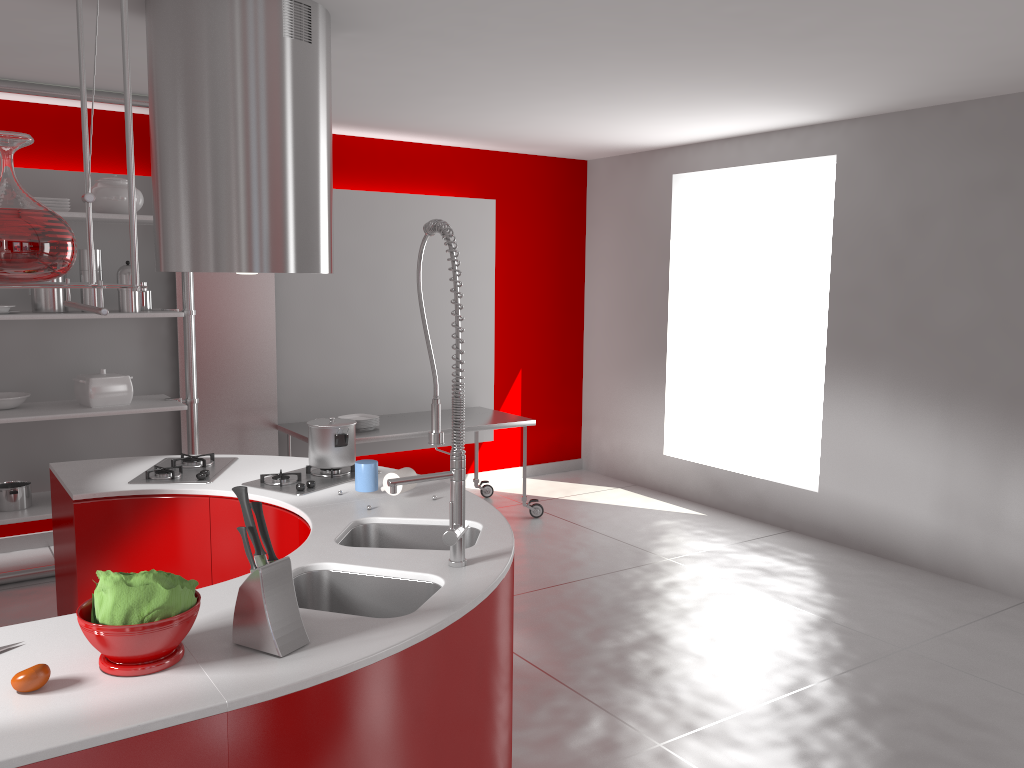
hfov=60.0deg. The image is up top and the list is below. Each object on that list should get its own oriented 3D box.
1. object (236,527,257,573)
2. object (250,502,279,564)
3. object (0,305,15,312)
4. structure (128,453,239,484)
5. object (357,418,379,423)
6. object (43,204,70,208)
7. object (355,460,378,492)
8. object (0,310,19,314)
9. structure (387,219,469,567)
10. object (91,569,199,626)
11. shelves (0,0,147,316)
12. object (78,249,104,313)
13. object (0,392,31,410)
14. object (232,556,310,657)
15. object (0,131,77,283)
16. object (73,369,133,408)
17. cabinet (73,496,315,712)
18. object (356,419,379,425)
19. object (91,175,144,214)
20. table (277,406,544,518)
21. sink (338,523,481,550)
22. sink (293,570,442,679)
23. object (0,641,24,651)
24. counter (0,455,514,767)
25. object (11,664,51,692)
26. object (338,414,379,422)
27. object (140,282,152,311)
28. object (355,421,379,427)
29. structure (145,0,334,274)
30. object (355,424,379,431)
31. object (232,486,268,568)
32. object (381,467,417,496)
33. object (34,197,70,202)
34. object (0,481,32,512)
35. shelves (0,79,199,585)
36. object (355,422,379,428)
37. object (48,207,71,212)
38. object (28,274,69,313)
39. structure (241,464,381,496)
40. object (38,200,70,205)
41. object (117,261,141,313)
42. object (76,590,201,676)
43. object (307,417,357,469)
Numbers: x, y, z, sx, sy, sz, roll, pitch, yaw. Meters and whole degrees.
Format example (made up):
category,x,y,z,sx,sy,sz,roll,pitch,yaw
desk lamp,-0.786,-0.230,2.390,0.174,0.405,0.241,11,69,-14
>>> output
category,x,y,z,sx,sy,sz,roll,pitch,yaw
object,-0.532,0.394,1.828,0.091,0.197,0.009,4,8,27
object,-0.506,0.391,1.876,0.130,0.279,0.012,4,8,27
object,-2.608,-0.369,4.411,0.244,0.042,0.244,7,9,40
structure,-1.272,0.320,3.468,0.303,0.037,0.457,0,7,-4
object,-0.968,0.228,5.598,0.228,0.020,0.228,6,9,37
object,-2.416,-0.915,4.610,0.200,0.030,0.200,-4,8,-34
object,-0.522,0.321,3.114,0.109,0.100,0.080,4,8,29
object,-2.608,-0.355,4.413,0.280,0.015,0.280,0,7,-5
structure,-0.204,0.026,2.344,0.178,0.920,0.308,2,7,9
object,-0.732,0.441,1.772,0.198,0.182,0.193,-3,8,-28
shelves,-1.133,-0.622,1.387,0.934,1.023,0.462,-4,8,-34
object,-2.221,-0.544,4.684,0.109,0.329,0.110,-5,9,-36
object,-2.688,0.096,4.670,0.272,0.072,0.272,3,7,20
object,-0.504,0.455,1.850,0.137,0.178,0.091,4,8,29
object,-0.909,-0.316,1.604,0.213,0.266,0.213,0,7,-6
object,-2.237,0.016,4.857,0.282,0.197,0.235,-6,10,-44
cabinet,-1.176,0.895,2.298,1.025,0.761,1.875,2,7,11
object,-0.968,0.238,5.599,0.228,0.020,0.228,6,9,37
object,-2.156,-1.019,4.815,0.287,0.222,0.287,2,7,10
table,-0.654,0.587,5.911,1.627,0.682,0.749,-4,8,-33
sink,-0.305,0.553,2.685,0.428,0.172,0.326,1,7,5
sink,-0.397,0.610,2.211,0.428,0.172,0.326,3,7,17
object,-1.125,0.550,1.696,0.041,0.008,0.375,5,8,32
counter,-0.930,0.915,2.418,1.868,0.880,2.865,1,7,0
object,-0.892,0.544,1.645,0.063,0.048,0.064,5,8,33
object,-0.968,0.217,5.597,0.228,0.020,0.228,6,9,37
object,-2.080,-0.490,4.957,0.127,0.157,0.127,-2,8,-24
object,-0.968,0.248,5.600,0.228,0.020,0.228,6,9,37
structure,-0.997,-0.890,3.295,0.644,0.958,0.644,3,8,22
object,-0.969,0.268,5.603,0.228,0.020,0.228,6,9,37
object,-0.527,0.377,1.854,0.150,0.322,0.014,4,8,27
object,-0.399,0.336,3.075,0.109,0.080,0.100,4,8,25
object,-2.415,-0.946,4.606,0.200,0.030,0.200,-4,8,-34
object,-2.620,0.587,4.650,0.196,0.122,0.182,2,7,14
shelves,-2.538,-0.241,4.627,1.735,2.599,0.535,-4,8,-34
object,-0.969,0.258,5.601,0.228,0.020,0.228,6,9,37
object,-2.416,-0.899,4.612,0.200,0.030,0.200,-4,8,-34
object,-2.413,-0.476,4.614,0.184,0.205,0.172,-3,8,-29
structure,-0.750,0.340,3.356,0.303,0.037,0.457,5,8,30
object,-2.416,-0.930,4.608,0.200,0.030,0.200,-4,8,-34
object,-2.050,-0.522,4.744,0.115,0.274,0.115,-6,9,-41
object,-0.740,0.495,1.772,0.228,0.118,0.229,4,8,27
object,-0.695,0.220,3.426,0.218,0.185,0.189,3,7,18
